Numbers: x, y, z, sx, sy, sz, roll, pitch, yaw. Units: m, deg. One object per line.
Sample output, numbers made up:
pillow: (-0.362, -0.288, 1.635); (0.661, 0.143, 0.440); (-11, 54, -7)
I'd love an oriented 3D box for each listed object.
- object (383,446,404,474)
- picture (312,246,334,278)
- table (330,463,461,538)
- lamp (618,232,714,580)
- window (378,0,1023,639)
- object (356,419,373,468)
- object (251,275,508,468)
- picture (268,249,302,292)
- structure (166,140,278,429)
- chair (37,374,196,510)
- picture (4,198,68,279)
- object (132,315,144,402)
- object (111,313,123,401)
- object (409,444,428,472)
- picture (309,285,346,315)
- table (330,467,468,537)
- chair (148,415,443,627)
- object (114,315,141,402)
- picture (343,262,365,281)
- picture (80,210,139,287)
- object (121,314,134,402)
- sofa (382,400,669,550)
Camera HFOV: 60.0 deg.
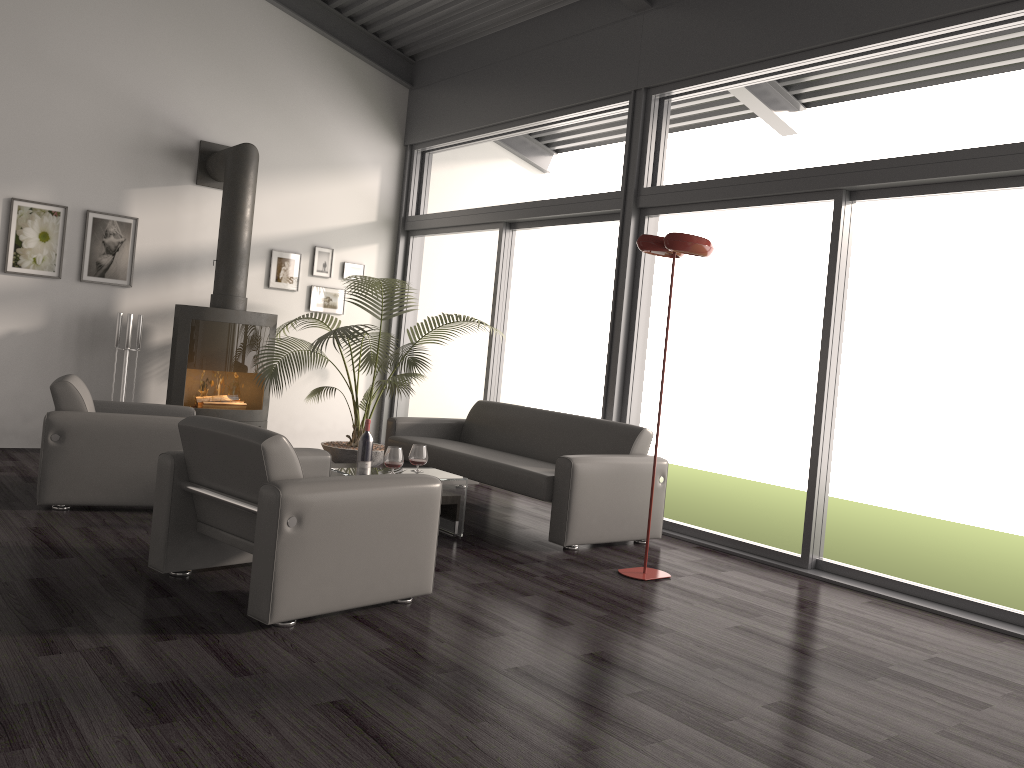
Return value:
object: (-0.671, 0.436, 5.022); (0.115, 0.155, 0.116); (5, 1, -30)
picture: (-1.790, -1.155, 8.402); (0.191, 0.280, 0.015); (5, 0, -38)
table: (-0.911, 0.704, 5.418); (0.599, 0.250, 1.203); (4, 2, -38)
lamp: (0.783, 0.112, 4.677); (0.364, 1.788, 0.354); (6, 0, -38)
window: (1.931, -0.638, 5.195); (0.384, 3.471, 9.765); (6, 1, -38)
object: (-0.886, 0.397, 5.353); (0.092, 0.370, 0.093); (6, 0, -39)
object: (-1.279, -0.111, 7.448); (1.715, 1.666, 2.123); (5, 1, -44)
picture: (-2.091, -1.045, 8.173); (0.288, 0.352, 0.015); (5, 0, -38)
structure: (-2.561, -0.745, 7.621); (0.817, 2.675, 1.118); (5, 0, -38)
chair: (-2.334, 0.334, 5.427); (0.909, 0.717, 0.965); (5, 1, -23)
picture: (-3.701, -1.128, 6.900); (0.393, 0.577, 0.026); (5, 0, -38)
object: (-3.019, -0.029, 7.090); (0.075, 1.052, 0.145); (5, 0, 13)
object: (-3.142, -0.072, 6.970); (0.042, 0.983, 0.116); (5, 0, 27)
object: (-0.554, 0.439, 5.244); (0.116, 0.155, 0.115); (6, 1, 42)
picture: (-1.757, -0.799, 8.453); (0.359, 0.244, 0.015); (4, 0, -38)
table: (-0.659, 0.684, 5.104); (0.679, 0.342, 0.401); (4, 2, -38)
chair: (-0.907, 0.523, 3.856); (0.965, 0.717, 0.908); (6, 2, 42)
object: (-3.083, 0.003, 7.035); (0.401, 1.126, 0.400); (5, 0, 11)
picture: (-1.535, -1.090, 8.607); (0.221, 0.166, 0.015); (4, 0, -38)
picture: (-3.282, -1.099, 7.231); (0.393, 0.577, 0.026); (5, 0, -38)
object: (-2.985, -0.037, 6.948); (0.167, 1.020, 0.078); (5, 0, 13)
sofa: (-0.017, 0.530, 6.091); (0.900, 0.717, 2.119); (5, 2, -38)
